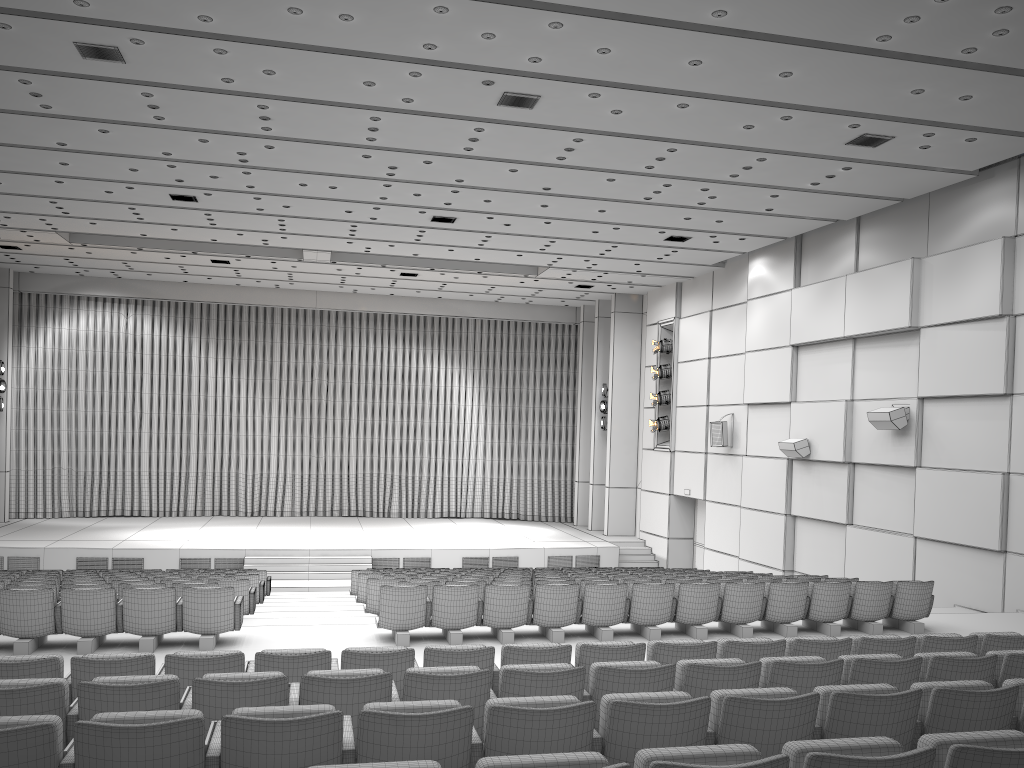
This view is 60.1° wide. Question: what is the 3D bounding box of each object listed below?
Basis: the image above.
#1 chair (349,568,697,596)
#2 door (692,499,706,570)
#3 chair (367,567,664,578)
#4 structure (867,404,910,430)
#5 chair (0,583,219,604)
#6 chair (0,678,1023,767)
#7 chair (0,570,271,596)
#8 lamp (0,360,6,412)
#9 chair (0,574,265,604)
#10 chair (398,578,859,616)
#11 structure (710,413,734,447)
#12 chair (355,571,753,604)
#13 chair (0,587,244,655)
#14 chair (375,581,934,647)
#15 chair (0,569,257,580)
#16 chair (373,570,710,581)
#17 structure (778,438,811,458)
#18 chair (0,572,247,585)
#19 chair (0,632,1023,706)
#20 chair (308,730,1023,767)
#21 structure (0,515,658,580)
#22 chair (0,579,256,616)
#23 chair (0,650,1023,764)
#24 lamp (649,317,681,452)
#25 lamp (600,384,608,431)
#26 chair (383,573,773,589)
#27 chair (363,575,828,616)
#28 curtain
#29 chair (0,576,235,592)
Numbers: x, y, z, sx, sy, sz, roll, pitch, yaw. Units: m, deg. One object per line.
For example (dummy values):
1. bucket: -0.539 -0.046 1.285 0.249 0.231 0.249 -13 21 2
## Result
1. chair: 0.337 3.722 16.489 6.603 0.622 0.612 2 -1 -13
2. door: 4.703 3.827 21.279 0.085 2.178 1.698 1 0 -13
3. chair: 0.143 3.924 17.582 6.053 0.622 0.612 2 -1 -13
4. structure: 6.024 0.522 14.104 0.471 0.417 0.520 2 -1 -17
5. chair: -6.204 2.399 9.368 6.053 0.622 0.612 2 -1 -13
6. chair: -1.236 1.655 3.786 13.207 0.622 0.612 2 -1 -13
7. chair: -7.443 3.395 14.744 6.603 0.622 0.612 2 -1 -13
8. lamp: -13.058 0.045 22.378 0.437 1.479 0.385 2 1 -8
9. chair: -6.954 2.996 12.592 6.603 0.622 0.612 2 -1 -13
10. chair: 1.576 2.726 11.112 6.053 0.622 0.612 2 -1 -13
11. structure: 4.557 1.003 19.209 0.408 0.744 0.411 2 0 35
12. chair: 0.826 3.323 14.337 6.603 0.622 0.612 2 -1 -13
13. chair: -5.976 2.199 8.288 6.603 0.622 0.612 2 -1 -13
14. chair: 1.804 2.526 10.032 6.604 0.622 0.612 2 -1 -13
15. chair: -7.637 3.596 15.838 6.053 0.622 0.612 2 -1 -13
16. chair: 0.599 3.523 15.416 6.053 0.622 0.612 2 -1 -13
17. structure: 5.328 1.167 16.554 0.471 0.417 0.520 2 -1 -15
18. chair: -7.181 3.196 13.672 6.053 0.622 0.612 2 -1 -13
19. chair: -1.725 2.054 5.938 13.207 0.622 0.612 2 -1 -13
20. chair: -0.965 1.457 2.716 13.757 0.622 0.612 2 -1 -13
21. structure: -5.235 4.295 23.292 17.828 0.846 8.318 2 -3 -13
22. chair: -6.465 2.597 10.440 6.603 0.622 0.612 2 -1 -13
23. chair: -1.454 1.855 4.868 13.757 0.622 0.612 2 -1 -13
24. lamp: 3.876 0.034 22.315 0.756 3.342 1.020 1 1 -17
25. lamp: 2.675 0.643 24.681 0.437 1.479 0.385 2 1 -17
26. chair: 1.087 3.125 13.264 6.053 0.622 0.612 2 -1 -13
27. chair: 1.315 2.925 12.184 6.603 0.622 0.612 2 -1 -13
28. curtain: -5.855 0.748 26.278 16.139 6.523 1.428 2 1 -13
29. chair: -6.692 2.797 11.520 6.053 0.622 0.612 2 -1 -13
